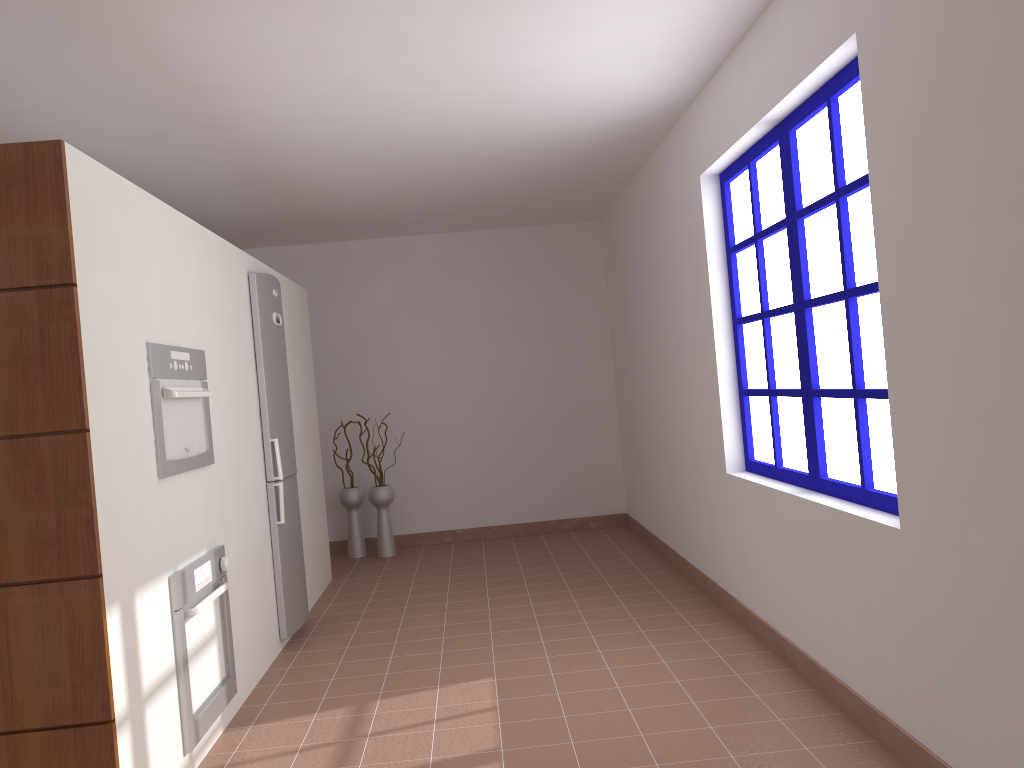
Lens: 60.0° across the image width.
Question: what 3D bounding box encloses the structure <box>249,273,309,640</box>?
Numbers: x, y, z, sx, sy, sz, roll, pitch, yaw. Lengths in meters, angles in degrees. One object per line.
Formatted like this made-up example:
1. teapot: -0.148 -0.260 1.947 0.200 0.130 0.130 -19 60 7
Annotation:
1. structure: -1.217 0.352 4.724 0.089 1.862 0.604 -5 0 -3

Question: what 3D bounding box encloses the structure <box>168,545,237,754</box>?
1. structure: -1.108 0.935 3.244 0.058 0.592 0.596 -5 0 -3

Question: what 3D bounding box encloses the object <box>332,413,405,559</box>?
1. object: -1.041 0.771 6.796 0.655 1.112 0.284 -5 0 16

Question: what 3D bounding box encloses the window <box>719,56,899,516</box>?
1. window: 1.117 -0.301 3.411 0.035 1.430 1.699 -5 0 -3

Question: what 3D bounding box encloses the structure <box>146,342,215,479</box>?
1. structure: -1.178 0.089 3.243 0.056 0.454 0.614 -5 0 -3
